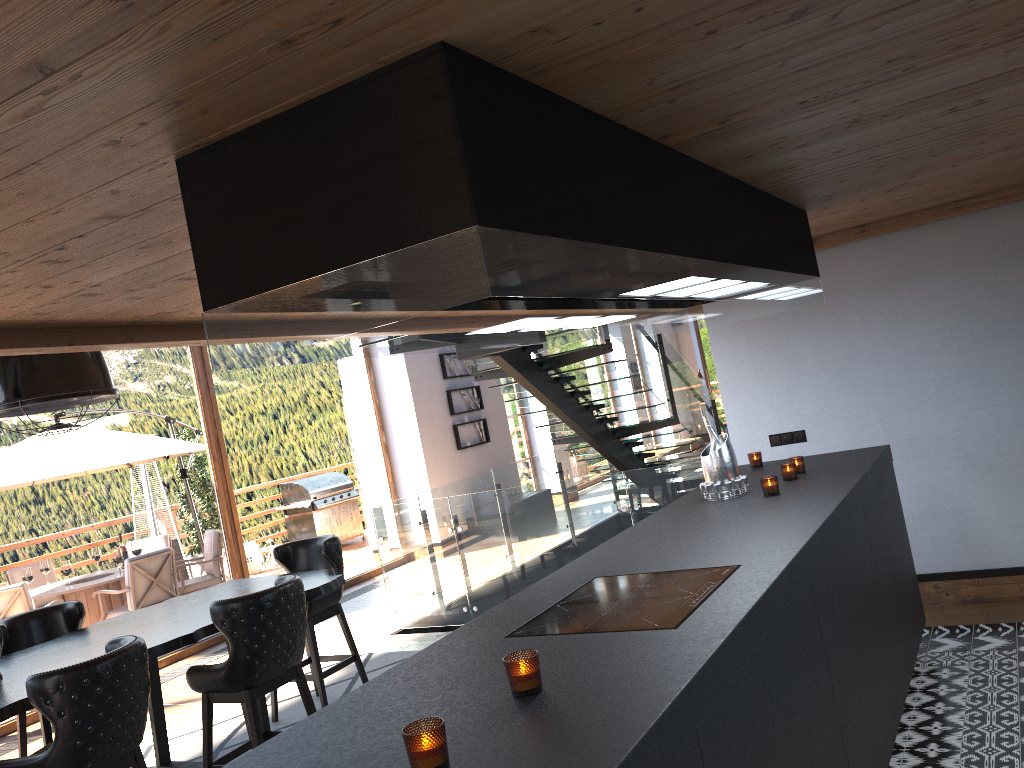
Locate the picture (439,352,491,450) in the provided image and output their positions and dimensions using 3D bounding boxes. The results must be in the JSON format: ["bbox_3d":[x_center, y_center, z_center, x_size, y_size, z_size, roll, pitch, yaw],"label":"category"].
[{"bbox_3d":[-0.641,0.210,12.193,0.058,1.312,0.782,-12,-2,29],"label":"picture"}]

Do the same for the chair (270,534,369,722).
[{"bbox_3d":[-1.318,1.594,5.845,0.498,1.092,0.574,-12,-2,28],"label":"chair"}]

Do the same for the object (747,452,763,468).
[{"bbox_3d":[1.380,0.430,5.022,0.080,0.081,0.078,-10,-2,-26],"label":"object"}]

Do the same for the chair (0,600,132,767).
[{"bbox_3d":[-2.576,1.836,5.051,0.561,1.092,0.510,-12,-2,38],"label":"chair"}]

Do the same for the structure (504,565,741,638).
[{"bbox_3d":[0.342,0.633,2.574,0.498,0.017,0.617,-12,-1,29],"label":"structure"}]

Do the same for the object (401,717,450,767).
[{"bbox_3d":[-0.154,0.660,1.610,0.080,0.081,0.078,-11,-2,-16],"label":"object"}]

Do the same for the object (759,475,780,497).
[{"bbox_3d":[1.147,0.453,3.939,0.079,0.081,0.079,-11,-2,-6],"label":"object"}]

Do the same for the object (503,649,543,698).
[{"bbox_3d":[0.026,0.631,1.932,0.080,0.081,0.078,-11,-2,-16],"label":"object"}]

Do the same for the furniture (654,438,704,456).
[{"bbox_3d":[2.816,1.338,16.123,1.162,0.437,2.790,-12,-1,29],"label":"furniture"}]

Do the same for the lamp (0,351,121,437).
[{"bbox_3d":[-2.750,-2.049,4.557,0.626,4.686,0.617,-11,-2,-16],"label":"lamp"}]

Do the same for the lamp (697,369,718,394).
[{"bbox_3d":[4.327,0.357,18.884,1.339,1.899,0.520,-10,-2,-40],"label":"lamp"}]

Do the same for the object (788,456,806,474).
[{"bbox_3d":[1.429,0.408,4.443,0.079,0.081,0.079,-11,-2,-6],"label":"object"}]

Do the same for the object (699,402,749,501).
[{"bbox_3d":[0.961,0.306,4.169,0.223,0.452,0.227,-12,-2,29],"label":"object"}]

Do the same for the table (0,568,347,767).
[{"bbox_3d":[-2.258,1.835,4.075,1.413,0.950,3.838,-12,-1,29],"label":"table"}]

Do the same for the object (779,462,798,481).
[{"bbox_3d":[1.335,0.423,4.276,0.079,0.081,0.079,-11,-2,-6],"label":"object"}]

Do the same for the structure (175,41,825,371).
[{"bbox_3d":[0.414,-0.451,3.159,0.703,0.476,3.286,-12,-1,29],"label":"structure"}]

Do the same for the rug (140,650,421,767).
[{"bbox_3d":[-1.959,2.245,4.317,2.523,0.047,5.693,-12,-1,29],"label":"rug"}]

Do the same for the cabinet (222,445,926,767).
[{"bbox_3d":[0.626,1.139,2.950,0.879,1.104,4.853,-12,-2,29],"label":"cabinet"}]

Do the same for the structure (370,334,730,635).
[{"bbox_3d":[-1.201,1.821,9.649,9.108,6.400,11.147,-12,-2,29],"label":"structure"}]

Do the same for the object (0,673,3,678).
[{"bbox_3d":[-2.489,1.276,4.102,0.222,0.253,0.115,-11,-2,-9],"label":"object"}]

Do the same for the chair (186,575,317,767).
[{"bbox_3d":[-1.219,1.541,4.352,0.562,1.092,0.509,-12,-2,28],"label":"chair"}]

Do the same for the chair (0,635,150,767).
[{"bbox_3d":[-1.650,1.607,3.481,0.565,1.092,0.507,-12,-2,13],"label":"chair"}]
